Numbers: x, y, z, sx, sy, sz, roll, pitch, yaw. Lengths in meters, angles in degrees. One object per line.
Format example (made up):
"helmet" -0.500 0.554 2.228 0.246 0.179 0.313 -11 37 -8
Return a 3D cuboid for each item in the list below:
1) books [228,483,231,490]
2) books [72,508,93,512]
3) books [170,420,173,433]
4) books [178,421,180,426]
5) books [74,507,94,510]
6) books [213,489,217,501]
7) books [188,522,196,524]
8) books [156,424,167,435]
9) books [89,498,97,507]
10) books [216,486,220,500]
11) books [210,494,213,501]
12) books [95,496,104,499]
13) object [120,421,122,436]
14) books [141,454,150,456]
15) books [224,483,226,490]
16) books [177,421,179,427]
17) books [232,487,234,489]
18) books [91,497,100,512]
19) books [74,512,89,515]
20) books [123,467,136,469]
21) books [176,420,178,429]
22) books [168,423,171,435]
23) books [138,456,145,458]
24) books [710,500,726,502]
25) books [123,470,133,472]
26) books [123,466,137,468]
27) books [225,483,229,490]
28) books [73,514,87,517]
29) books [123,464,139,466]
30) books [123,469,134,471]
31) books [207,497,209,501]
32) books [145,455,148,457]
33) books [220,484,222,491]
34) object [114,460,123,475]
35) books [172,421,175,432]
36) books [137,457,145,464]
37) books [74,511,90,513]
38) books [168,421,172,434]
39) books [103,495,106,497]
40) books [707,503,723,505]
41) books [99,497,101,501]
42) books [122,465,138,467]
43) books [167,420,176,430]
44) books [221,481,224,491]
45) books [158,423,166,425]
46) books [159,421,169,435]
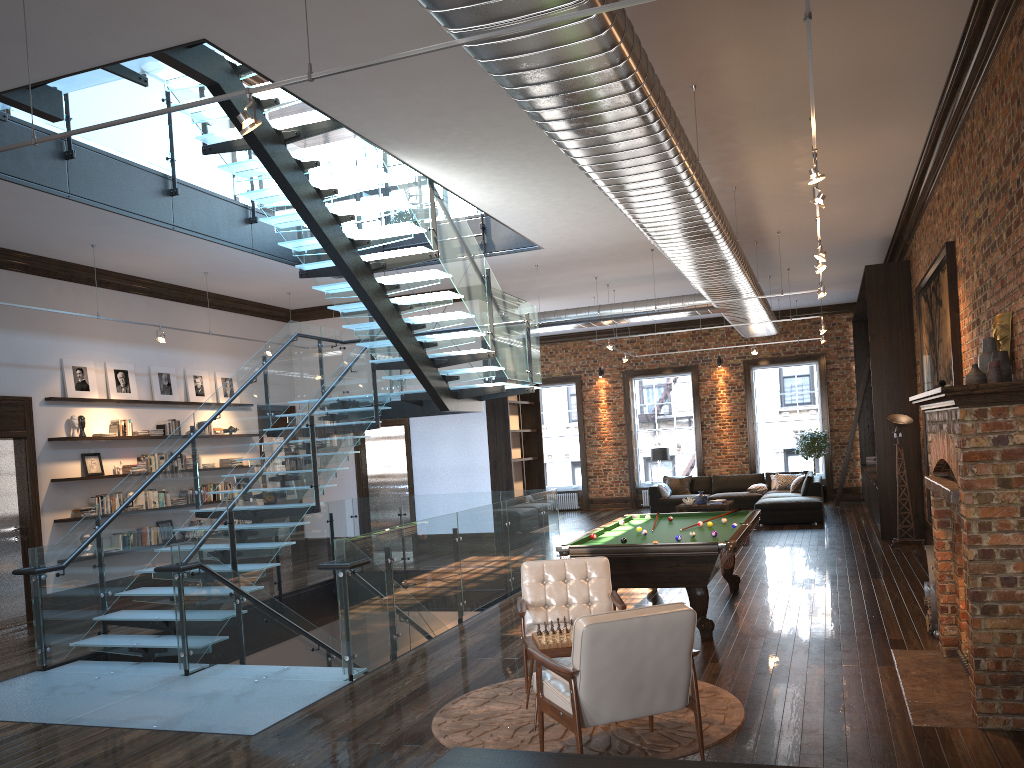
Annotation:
"books" -4.491 1.691 13.981 0.157 0.239 0.006 -4 1 20
"books" -5.454 1.605 11.286 0.143 0.028 0.219 -5 -4 24
"books" -4.966 0.638 12.809 0.156 0.217 0.011 -4 1 20
"books" -4.917 0.647 12.958 0.163 0.214 0.023 -4 1 20
"books" -5.452 1.585 11.304 0.135 0.014 0.215 -5 -4 19
"books" -4.608 1.663 13.613 0.161 0.259 0.019 -4 1 20
"books" -4.768 2.162 13.140 0.141 0.224 0.136 -4 0 20
"books" -5.009 0.660 12.671 0.167 0.161 0.037 -4 0 20
"books" -5.411 1.583 11.450 0.125 0.227 0.047 -4 1 20
"books" -4.586 1.688 13.664 0.167 0.214 0.027 -4 1 20
"books" -4.647 1.688 13.542 0.159 0.205 0.015 -4 1 20
"books" -5.363 1.579 11.550 0.128 0.241 0.012 -4 1 20
"object" -5.298 0.602 11.892 0.154 0.207 0.010 -4 1 20
"books" -5.105 1.108 12.393 0.137 0.254 0.033 -4 1 20
"books" -4.537 1.677 13.844 0.169 0.254 0.035 -4 1 20
"books" -4.921 0.647 12.924 0.147 0.210 0.024 -4 1 20
"books" -4.455 1.720 14.041 0.156 0.186 0.051 -4 0 20
"books" -5.386 1.578 11.474 0.134 0.236 0.013 -4 1 20
"books" -5.450 1.645 11.307 0.155 0.028 0.191 -5 -4 14
"books" -5.181 1.143 12.149 0.142 0.011 0.256 -5 -4 17
"books" -4.931 0.641 12.892 0.167 0.219 0.021 -4 1 20
"books" -4.975 0.653 12.745 0.166 0.180 0.028 -4 1 20
"books" -5.139 1.119 12.310 0.114 0.226 0.012 -4 1 20
"books" 4.018 2.283 17.307 0.261 0.028 0.206 -1 -5 -38
"books" -5.174 1.186 12.148 0.141 0.011 0.288 -5 -4 24
"books" -5.180 1.132 12.148 0.142 0.011 0.256 -5 -4 16
"books" -4.509 1.681 13.881 0.169 0.246 0.013 -4 1 20
"books" -5.446 1.673 11.301 0.143 0.028 0.235 -5 -4 19
"books" -5.179 1.111 12.147 0.141 0.011 0.288 -5 -4 15
"books" -5.178 1.176 12.150 0.142 0.011 0.256 -5 -4 22
"books" -4.667 1.658 13.486 0.128 0.259 0.035 -4 1 20
"books" -5.115 1.116 12.363 0.132 0.236 0.009 -4 1 20
"books" -4.573 1.679 13.813 0.119 0.251 0.013 -4 1 20
"object" -5.283 1.122 11.921 0.121 0.187 0.059 -3 0 -35
"books" -4.949 0.649 12.869 0.131 0.203 0.014 -4 1 20
"books" -5.135 1.124 12.299 0.142 0.213 0.005 -4 1 20
"books" -5.448 1.625 11.299 0.159 0.011 0.183 -5 -4 19
"books" -4.979 0.641 12.795 0.154 0.211 0.023 -4 1 20
"books" -5.334 1.580 11.607 0.139 0.243 0.015 -4 1 20
"books" 3.887 2.298 16.993 0.261 0.024 0.206 -4 -4 -3
"books" -5.389 1.584 11.492 0.138 0.227 0.021 -4 1 20
"books" -5.184 1.122 12.149 0.141 0.011 0.286 -5 -4 21
"books" -4.944 0.638 12.880 0.162 0.226 0.011 -4 1 20
"books" -4.545 1.661 13.813 0.145 0.282 0.006 -4 1 20
"books" -5.017 0.651 12.699 0.127 0.184 0.042 -4 1 20
"books" -4.993 0.639 12.724 0.157 0.208 0.022 -4 1 20
